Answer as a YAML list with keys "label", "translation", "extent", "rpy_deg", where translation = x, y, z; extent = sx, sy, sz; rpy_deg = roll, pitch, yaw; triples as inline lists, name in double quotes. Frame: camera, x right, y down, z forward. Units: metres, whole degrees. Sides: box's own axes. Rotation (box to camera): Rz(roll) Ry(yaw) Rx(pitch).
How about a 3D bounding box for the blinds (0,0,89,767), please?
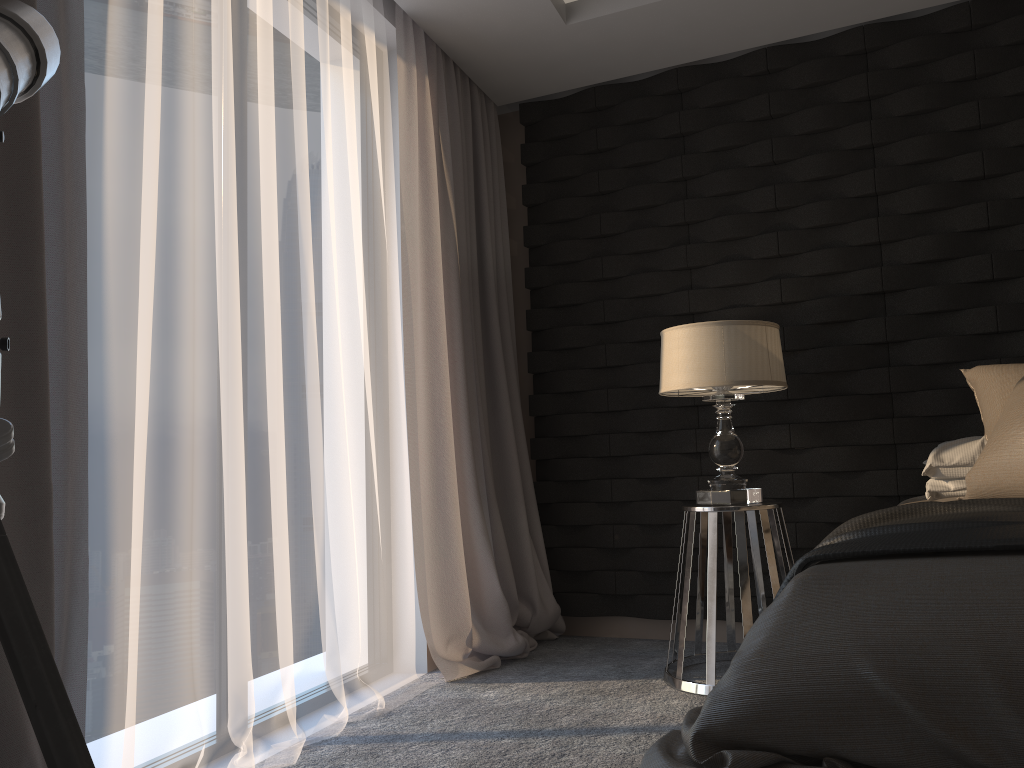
- label: "blinds"
  translation: [-0.960, -0.391, 1.266]
  extent: [0.346, 2.643, 1.084]
  rpy_deg: [-4, -6, 21]

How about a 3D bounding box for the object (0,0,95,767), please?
- label: "object"
  translation: [-0.520, 0.163, 0.816]
  extent: [0.577, 1.407, 0.637]
  rpy_deg: [-4, -6, 19]

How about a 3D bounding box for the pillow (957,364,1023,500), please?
- label: "pillow"
  translation: [1.838, 0.044, 2.361]
  extent: [1.202, 0.519, 0.940]
  rpy_deg: [-5, -6, 28]

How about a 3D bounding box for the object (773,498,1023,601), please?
- label: "object"
  translation: [1.457, 0.363, 1.537]
  extent: [1.966, 0.322, 0.644]
  rpy_deg: [-5, -6, 25]

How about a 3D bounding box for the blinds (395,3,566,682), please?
- label: "blinds"
  translation: [-0.107, -0.208, 3.644]
  extent: [0.329, 2.642, 1.032]
  rpy_deg: [-4, -6, 20]

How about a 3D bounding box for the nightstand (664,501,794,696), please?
- label: "nightstand"
  translation: [0.799, 0.729, 3.123]
  extent: [0.521, 0.604, 0.580]
  rpy_deg: [-7, -7, 39]

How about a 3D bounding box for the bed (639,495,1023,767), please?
- label: "bed"
  translation: [1.692, 0.570, 1.933]
  extent: [2.192, 0.624, 2.393]
  rpy_deg: [-5, -6, 27]

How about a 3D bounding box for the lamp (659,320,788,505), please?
- label: "lamp"
  translation: [0.770, 0.115, 3.192]
  extent: [0.489, 0.631, 0.443]
  rpy_deg: [1, -6, -31]
